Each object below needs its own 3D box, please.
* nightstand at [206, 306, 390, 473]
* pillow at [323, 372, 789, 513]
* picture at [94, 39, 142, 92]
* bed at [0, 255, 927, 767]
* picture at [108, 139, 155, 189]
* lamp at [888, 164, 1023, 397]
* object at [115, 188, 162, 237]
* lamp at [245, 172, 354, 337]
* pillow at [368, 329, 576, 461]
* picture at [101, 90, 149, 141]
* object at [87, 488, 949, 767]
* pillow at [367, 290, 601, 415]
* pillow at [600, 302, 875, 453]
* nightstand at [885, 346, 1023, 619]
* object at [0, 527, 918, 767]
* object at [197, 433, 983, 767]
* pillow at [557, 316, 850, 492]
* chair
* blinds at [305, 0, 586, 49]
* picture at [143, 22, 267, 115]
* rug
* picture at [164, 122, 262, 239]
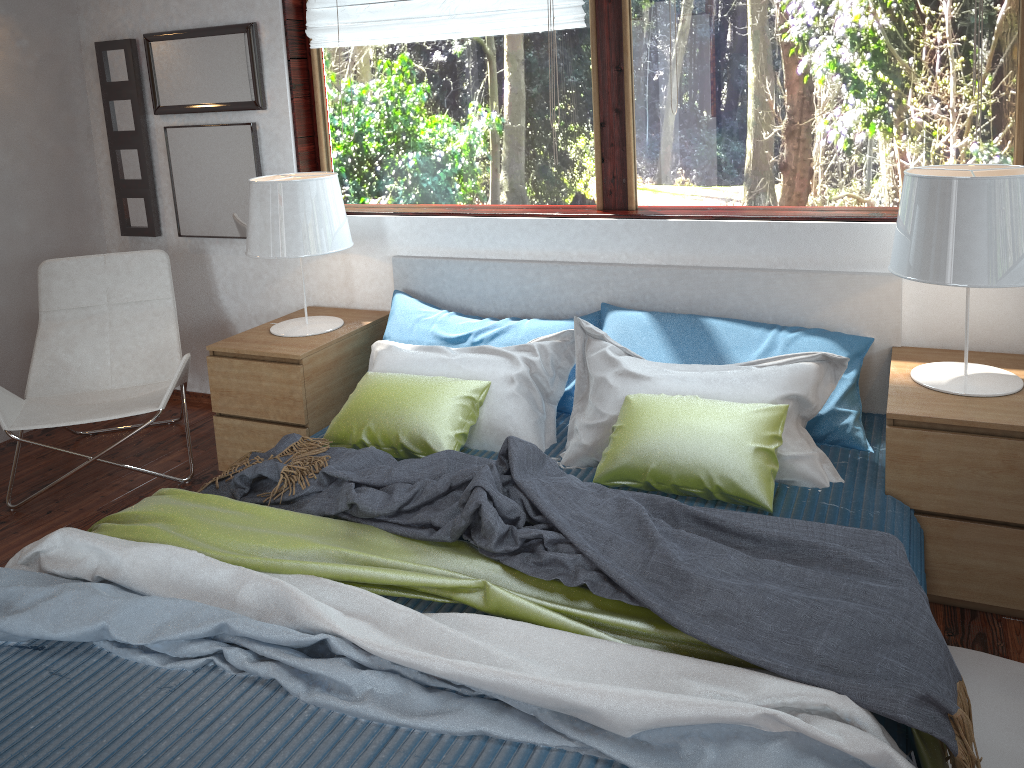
[{"bbox_3d":[-0.787,0.044,3.414,0.429,0.523,0.631,3,16,25],"label":"nightstand"},{"bbox_3d":[0.078,0.121,2.546,1.383,0.212,0.322,5,18,24],"label":"pillow"},{"bbox_3d":[-1.786,-1.442,3.955,0.223,0.218,0.042,4,11,25],"label":"picture"},{"bbox_3d":[-0.067,0.345,2.060,2.147,0.743,2.671,5,20,25],"label":"bed"},{"bbox_3d":[-1.759,-1.015,4.031,0.223,0.218,0.042,4,11,25],"label":"picture"},{"bbox_3d":[1.251,-0.294,2.392,0.406,0.570,0.420,1,13,17],"label":"lamp"},{"bbox_3d":[-1.745,-0.801,4.069,0.223,0.218,0.042,4,11,25],"label":"object"},{"bbox_3d":[-0.811,-0.504,3.344,0.406,0.570,0.420,2,13,22],"label":"lamp"},{"bbox_3d":[-0.197,0.006,2.883,0.874,0.347,0.490,3,17,20],"label":"pillow"},{"bbox_3d":[-1.772,-1.228,3.993,0.223,0.218,0.042,4,11,25],"label":"picture"},{"bbox_3d":[-0.176,0.574,1.931,2.109,0.433,0.509,4,16,21],"label":"object"},{"bbox_3d":[-0.112,-0.132,3.174,0.914,0.319,0.360,4,16,23],"label":"pillow"},{"bbox_3d":[0.672,-0.047,2.812,0.923,0.308,0.380,4,17,22],"label":"pillow"},{"bbox_3d":[1.291,0.255,2.454,0.429,0.523,0.631,3,16,25],"label":"nightstand"},{"bbox_3d":[-0.360,0.636,1.613,2.158,0.364,0.557,4,17,20],"label":"object"},{"bbox_3d":[-0.046,0.362,2.079,2.143,0.393,0.649,9,20,33],"label":"object"},{"bbox_3d":[0.535,0.047,2.525,0.853,0.379,0.373,3,15,19],"label":"pillow"},{"bbox_3d":[-1.592,-0.066,3.399,0.701,0.772,0.826,-6,15,-14],"label":"chair"},{"bbox_3d":[-0.301,-1.582,3.371,1.239,0.480,0.056,5,12,25],"label":"blinds"},{"bbox_3d":[-1.337,-1.353,3.768,0.628,0.352,0.043,5,12,25],"label":"picture"},{"bbox_3d":[-0.239,0.837,1.674,2.721,0.047,1.868,5,20,24],"label":"rug"},{"bbox_3d":[-1.304,-0.888,3.837,0.506,0.490,0.044,4,11,25],"label":"picture"}]
